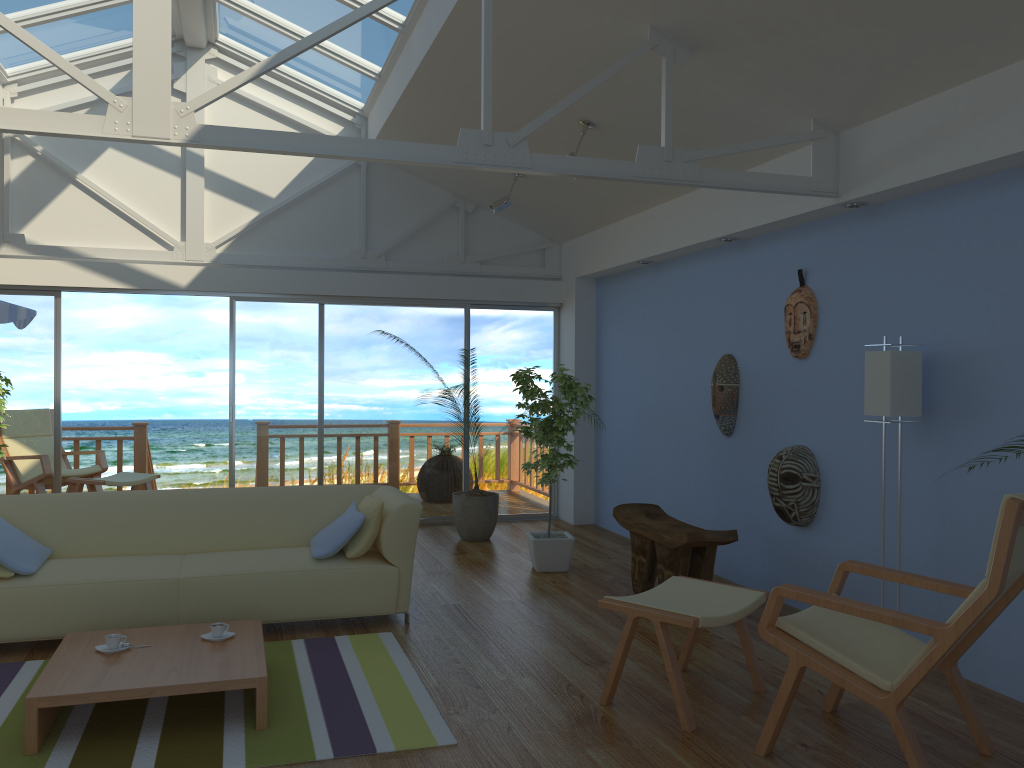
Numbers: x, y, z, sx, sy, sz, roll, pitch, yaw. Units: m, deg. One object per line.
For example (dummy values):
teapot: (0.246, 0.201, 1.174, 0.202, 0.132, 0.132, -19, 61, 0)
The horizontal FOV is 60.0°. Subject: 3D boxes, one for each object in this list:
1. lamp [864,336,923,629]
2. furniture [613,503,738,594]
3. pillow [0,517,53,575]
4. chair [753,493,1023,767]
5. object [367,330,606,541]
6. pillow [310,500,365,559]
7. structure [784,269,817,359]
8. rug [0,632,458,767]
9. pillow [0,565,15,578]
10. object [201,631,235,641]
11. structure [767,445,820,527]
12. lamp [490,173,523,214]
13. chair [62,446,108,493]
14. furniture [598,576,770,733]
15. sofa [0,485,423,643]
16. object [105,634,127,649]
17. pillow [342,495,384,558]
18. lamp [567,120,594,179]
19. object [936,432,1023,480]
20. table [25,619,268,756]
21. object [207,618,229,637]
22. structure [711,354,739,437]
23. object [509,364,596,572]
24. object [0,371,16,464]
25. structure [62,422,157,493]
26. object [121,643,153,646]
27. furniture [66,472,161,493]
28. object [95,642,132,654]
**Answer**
lamp: (1.769, 0.538, 4.131, 0.200, 1.520, 0.200, 0, 1, -17)
furniture: (0.933, 1.029, 5.256, 0.329, 0.507, 1.100, 0, 1, -17)
pillow: (-2.465, 0.791, 4.399, 0.272, 0.244, 0.566, 0, 1, -20)
chair: (1.379, 0.814, 3.053, 0.859, 0.982, 0.632, 1, 1, 43)
object: (-0.204, 0.411, 7.117, 1.706, 1.695, 1.563, 0, 1, -26)
pillow: (-0.969, 0.797, 4.863, 0.272, 0.244, 0.566, 0, 1, -15)
structure: (1.626, -0.396, 5.037, 0.063, 0.508, 0.264, 0, 1, -17)
rug: (-1.408, 1.276, 3.541, 2.100, 0.018, 1.400, 0, 1, -17)
pillow: (-2.554, 0.753, 4.362, 0.275, 0.312, 0.571, 0, 1, -20)
object: (-1.239, 1.063, 3.738, 0.118, 0.016, 0.118, 1, 1, 28)
structure: (1.559, 0.581, 5.032, 0.185, 0.466, 0.359, 0, 1, -17)
lamp: (-0.042, -1.464, 6.784, 0.254, 0.327, 0.118, 0, 0, 0)
chair: (-4.275, 0.731, 8.176, 0.859, 0.982, 0.632, 1, 1, 28)
furniture: (0.716, 1.081, 3.664, 0.449, 0.427, 0.619, 1, 1, 43)
sofa: (-1.760, 0.909, 4.757, 2.448, 0.597, 0.950, 0, 1, -17)
object: (-1.601, 1.038, 3.574, 0.062, 0.049, 0.078, 1, 1, 19)
pillow: (-0.846, 0.761, 4.889, 0.201, 0.311, 0.559, 0, 1, -17)
lamp: (0.405, -1.438, 5.453, 0.195, 0.351, 0.127, 0, 0, 0)
object: (1.620, 0.474, 1.184, 1.563, 1.695, 1.706, 0, 0, 4)
table: (-1.400, 1.168, 3.526, 0.800, 0.198, 0.800, 0, 1, -17)
object: (-1.233, 1.025, 3.745, 0.062, 0.077, 0.086, 1, 1, 43)
structure: (1.363, 0.074, 5.783, 0.115, 0.541, 0.254, 0, 1, -17)
object: (0.270, 0.566, 6.047, 0.495, 1.409, 0.699, 1, 1, 26)
object: (-3.786, 0.536, 6.319, 0.495, 1.409, 0.699, 0, 1, -44)
structure: (-3.266, 1.277, 9.372, 6.950, 2.064, 4.086, 0, 1, -17)
object: (-1.521, 1.057, 3.594, 0.119, 0.021, 0.025, 0, 1, -26)
furniture: (-3.481, 1.016, 7.761, 0.449, 0.427, 0.619, 1, 1, 28)
object: (-1.604, 1.062, 3.567, 0.118, 0.016, 0.118, 1, 1, 39)
